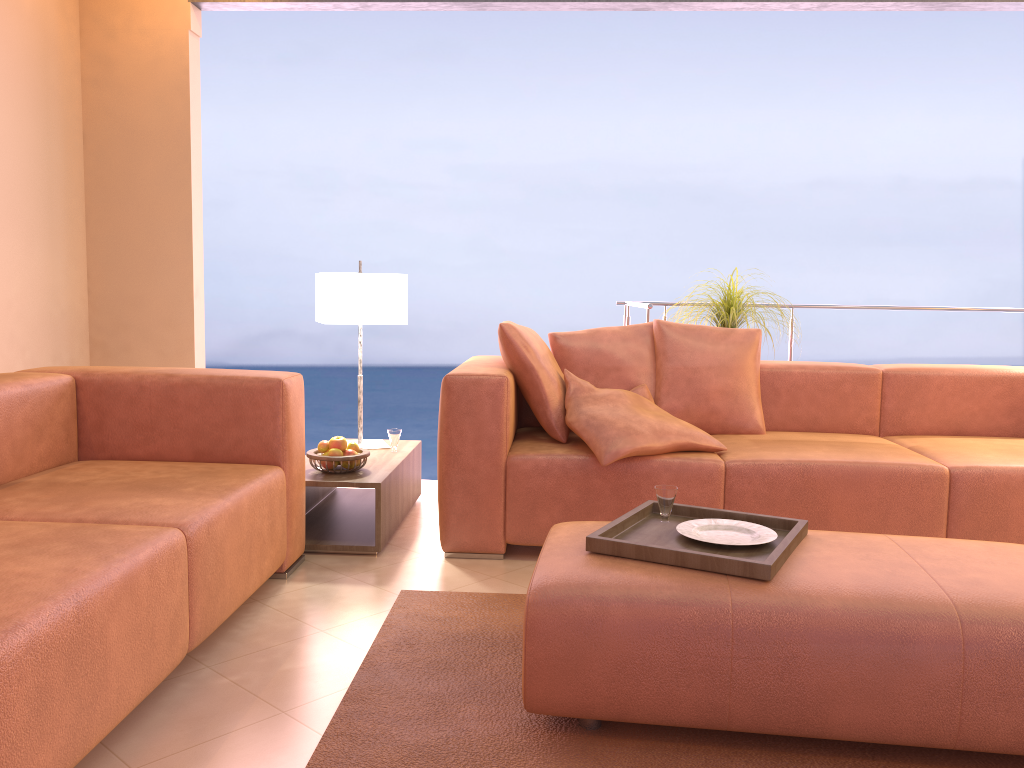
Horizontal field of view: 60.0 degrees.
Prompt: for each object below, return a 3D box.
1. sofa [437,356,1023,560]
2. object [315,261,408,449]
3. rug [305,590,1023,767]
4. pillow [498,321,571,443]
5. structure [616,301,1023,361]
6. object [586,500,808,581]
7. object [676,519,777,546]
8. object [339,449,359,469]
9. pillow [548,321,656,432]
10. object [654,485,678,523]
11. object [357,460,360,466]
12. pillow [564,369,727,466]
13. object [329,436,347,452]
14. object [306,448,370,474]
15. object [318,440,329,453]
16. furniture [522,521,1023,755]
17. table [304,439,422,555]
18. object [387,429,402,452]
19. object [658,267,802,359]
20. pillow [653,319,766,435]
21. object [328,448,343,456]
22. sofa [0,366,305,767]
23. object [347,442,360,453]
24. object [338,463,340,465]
[{"bbox_3d":[1.138,0.270,3.487,2.781,0.672,0.943,1,6,3],"label":"sofa"},{"bbox_3d":[-0.656,-0.130,3.836,0.344,0.799,0.344,-1,6,-18],"label":"object"},{"bbox_3d":[0.913,0.771,1.811,2.626,0.005,1.833,1,6,3],"label":"rug"},{"bbox_3d":[0.100,-0.018,3.483,0.314,0.455,0.519,1,6,-1],"label":"pillow"},{"bbox_3d":[2.741,-0.164,5.109,4.176,0.541,1.663,1,6,3],"label":"structure"},{"bbox_3d":[0.457,0.364,2.138,0.421,0.034,0.436,4,7,28],"label":"object"},{"bbox_3d":[0.521,0.367,2.158,0.240,0.018,0.240,-3,7,-33],"label":"object"},{"bbox_3d":[-0.605,0.279,3.292,0.074,0.076,0.072,2,6,13],"label":"object"},{"bbox_3d":[0.408,-0.036,3.654,0.492,0.446,0.255,0,6,-13],"label":"pillow"},{"bbox_3d":[0.399,0.314,2.305,0.061,0.091,0.061,0,6,-12],"label":"object"},{"bbox_3d":[-0.592,0.289,3.351,0.046,0.046,0.055,-1,6,-19],"label":"object"},{"bbox_3d":[0.430,0.102,3.275,0.517,0.292,0.514,-2,7,-28],"label":"pillow"},{"bbox_3d":[-0.647,0.228,3.297,0.069,0.061,0.068,-3,7,-35],"label":"object"},{"bbox_3d":[-0.651,0.288,3.323,0.235,0.071,0.235,0,6,-5],"label":"object"},{"bbox_3d":[-0.700,0.233,3.304,0.047,0.046,0.054,0,6,-11],"label":"object"},{"bbox_3d":[0.699,0.541,2.071,1.291,0.301,0.685,2,6,8],"label":"furniture"},{"bbox_3d":[-0.643,0.431,3.598,0.412,0.268,0.918,1,6,3],"label":"table"},{"bbox_3d":[-0.496,0.239,3.739,0.061,0.091,0.061,6,8,43],"label":"object"},{"bbox_3d":[1.082,-0.044,4.511,0.703,1.088,0.729,-2,7,-28],"label":"object"},{"bbox_3d":[0.799,-0.025,3.629,0.470,0.468,0.211,1,6,-2],"label":"pillow"},{"bbox_3d":[-0.648,0.259,3.253,0.055,0.047,0.045,-1,6,-20],"label":"object"},{"bbox_3d":[-1.245,0.405,1.747,0.943,0.672,2.781,1,6,3],"label":"sofa"},{"bbox_3d":[-0.597,0.243,3.335,0.045,0.053,0.051,4,6,26],"label":"object"},{"bbox_3d":[-0.652,0.273,3.349,0.077,0.065,0.076,2,6,14],"label":"object"}]
